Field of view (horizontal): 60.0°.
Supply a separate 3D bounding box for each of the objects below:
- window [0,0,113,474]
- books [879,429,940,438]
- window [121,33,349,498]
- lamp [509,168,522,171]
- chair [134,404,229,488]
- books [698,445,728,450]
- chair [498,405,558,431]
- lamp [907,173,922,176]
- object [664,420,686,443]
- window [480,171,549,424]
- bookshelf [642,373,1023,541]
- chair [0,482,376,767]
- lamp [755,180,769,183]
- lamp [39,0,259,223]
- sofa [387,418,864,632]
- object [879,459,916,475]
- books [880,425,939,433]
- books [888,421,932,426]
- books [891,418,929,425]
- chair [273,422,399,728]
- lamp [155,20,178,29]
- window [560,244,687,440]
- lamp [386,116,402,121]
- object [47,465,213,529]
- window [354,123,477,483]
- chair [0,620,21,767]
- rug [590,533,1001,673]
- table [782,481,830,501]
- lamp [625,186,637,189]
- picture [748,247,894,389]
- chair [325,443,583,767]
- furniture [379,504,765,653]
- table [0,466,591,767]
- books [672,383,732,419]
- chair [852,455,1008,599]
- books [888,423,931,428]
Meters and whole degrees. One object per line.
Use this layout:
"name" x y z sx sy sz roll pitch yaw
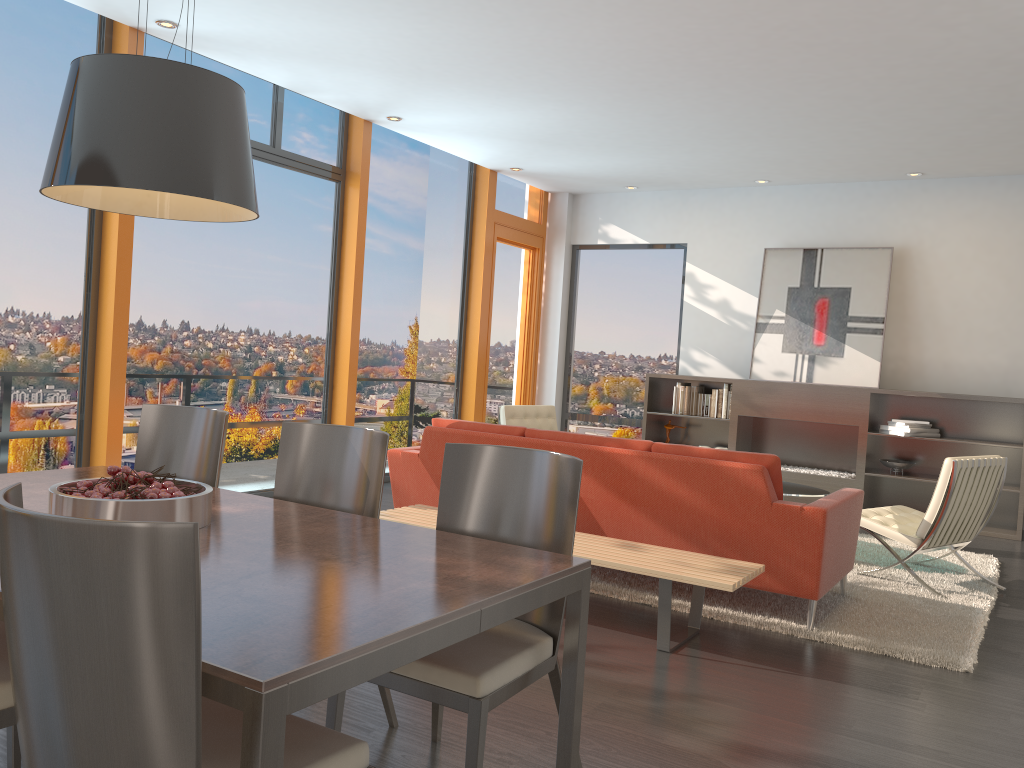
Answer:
"window" -3.404 -0.784 4.412 0.070 3.345 2.924 4 2 31
"books" 3.538 0.440 7.904 0.398 0.038 0.315 3 2 -19
"window" -2.047 -0.768 6.656 0.070 3.345 2.104 4 2 31
"lamp" 0.038 -2.180 9.013 0.129 0.010 0.129 3 2 -14
"chair" -1.370 0.576 3.238 0.548 0.967 0.614 5 2 31
"books" 2.006 0.659 8.829 0.336 0.064 0.234 4 2 11
"chair" 0.317 0.610 7.544 0.707 0.817 0.700 5 2 41
"lamp" 3.685 -1.919 8.123 0.129 0.010 0.129 3 2 -14
"object" 1.627 0.514 9.101 0.201 0.290 0.245 2 2 -39
"window" -0.055 -0.738 9.770 0.211 3.345 1.156 4 2 31
"bookshelf" 2.914 0.590 8.372 3.388 1.163 0.570 5 2 31
"chair" -0.619 0.675 1.615 0.548 0.967 0.614 5 2 31
"lamp" 2.492 -2.018 8.845 0.129 0.010 0.129 3 2 -14
"lamp" -0.949 -1.285 2.457 0.567 1.580 0.567 3 2 -30
"sofa" 0.578 0.697 5.173 2.598 0.852 1.038 5 2 31
"object" 3.451 0.753 7.950 0.309 0.117 0.309 3 2 -25
"books" 3.541 0.402 7.904 0.398 0.038 0.315 3 2 -29
"books" 3.544 0.353 7.902 0.300 0.020 0.210 3 2 -19
"books" 3.545 0.334 7.902 0.300 0.020 0.210 4 2 21
"chair" -0.717 0.630 2.842 0.548 0.967 0.614 5 2 31
"lamp" -2.119 -2.206 5.442 0.129 0.010 0.129 3 2 -14
"window" 1.259 -0.656 9.945 1.410 3.339 0.065 4 2 31
"lamp" -0.975 -2.192 7.336 0.129 0.010 0.129 3 2 -14
"object" -1.073 0.312 2.512 0.427 0.154 0.427 3 2 -15
"window" -0.969 -0.755 8.440 0.070 3.345 1.843 4 2 31
"chair" -1.272 0.621 2.011 0.548 0.967 0.614 5 2 31
"rug" 1.145 1.126 6.102 3.773 0.043 2.984 5 2 31
"table" 1.261 0.896 6.465 1.999 0.464 0.947 5 2 32
"lamp" 1.286 -2.118 9.576 0.129 0.010 0.129 3 2 -14
"picture" 2.958 -0.661 8.540 1.209 1.338 0.269 5 2 31
"chair" -0.121 0.680 2.482 0.548 0.967 0.614 5 2 31
"furniture" 0.179 0.943 4.419 2.006 0.357 0.492 5 2 31
"table" -1.028 0.777 2.459 2.152 0.764 1.171 5 2 31
"books" 1.948 0.151 8.850 0.592 0.339 0.324 5 2 31
"chair" 2.551 0.818 5.461 0.700 0.817 0.707 2 2 -39
"books" 3.543 0.373 7.903 0.300 0.020 0.210 3 2 -29
